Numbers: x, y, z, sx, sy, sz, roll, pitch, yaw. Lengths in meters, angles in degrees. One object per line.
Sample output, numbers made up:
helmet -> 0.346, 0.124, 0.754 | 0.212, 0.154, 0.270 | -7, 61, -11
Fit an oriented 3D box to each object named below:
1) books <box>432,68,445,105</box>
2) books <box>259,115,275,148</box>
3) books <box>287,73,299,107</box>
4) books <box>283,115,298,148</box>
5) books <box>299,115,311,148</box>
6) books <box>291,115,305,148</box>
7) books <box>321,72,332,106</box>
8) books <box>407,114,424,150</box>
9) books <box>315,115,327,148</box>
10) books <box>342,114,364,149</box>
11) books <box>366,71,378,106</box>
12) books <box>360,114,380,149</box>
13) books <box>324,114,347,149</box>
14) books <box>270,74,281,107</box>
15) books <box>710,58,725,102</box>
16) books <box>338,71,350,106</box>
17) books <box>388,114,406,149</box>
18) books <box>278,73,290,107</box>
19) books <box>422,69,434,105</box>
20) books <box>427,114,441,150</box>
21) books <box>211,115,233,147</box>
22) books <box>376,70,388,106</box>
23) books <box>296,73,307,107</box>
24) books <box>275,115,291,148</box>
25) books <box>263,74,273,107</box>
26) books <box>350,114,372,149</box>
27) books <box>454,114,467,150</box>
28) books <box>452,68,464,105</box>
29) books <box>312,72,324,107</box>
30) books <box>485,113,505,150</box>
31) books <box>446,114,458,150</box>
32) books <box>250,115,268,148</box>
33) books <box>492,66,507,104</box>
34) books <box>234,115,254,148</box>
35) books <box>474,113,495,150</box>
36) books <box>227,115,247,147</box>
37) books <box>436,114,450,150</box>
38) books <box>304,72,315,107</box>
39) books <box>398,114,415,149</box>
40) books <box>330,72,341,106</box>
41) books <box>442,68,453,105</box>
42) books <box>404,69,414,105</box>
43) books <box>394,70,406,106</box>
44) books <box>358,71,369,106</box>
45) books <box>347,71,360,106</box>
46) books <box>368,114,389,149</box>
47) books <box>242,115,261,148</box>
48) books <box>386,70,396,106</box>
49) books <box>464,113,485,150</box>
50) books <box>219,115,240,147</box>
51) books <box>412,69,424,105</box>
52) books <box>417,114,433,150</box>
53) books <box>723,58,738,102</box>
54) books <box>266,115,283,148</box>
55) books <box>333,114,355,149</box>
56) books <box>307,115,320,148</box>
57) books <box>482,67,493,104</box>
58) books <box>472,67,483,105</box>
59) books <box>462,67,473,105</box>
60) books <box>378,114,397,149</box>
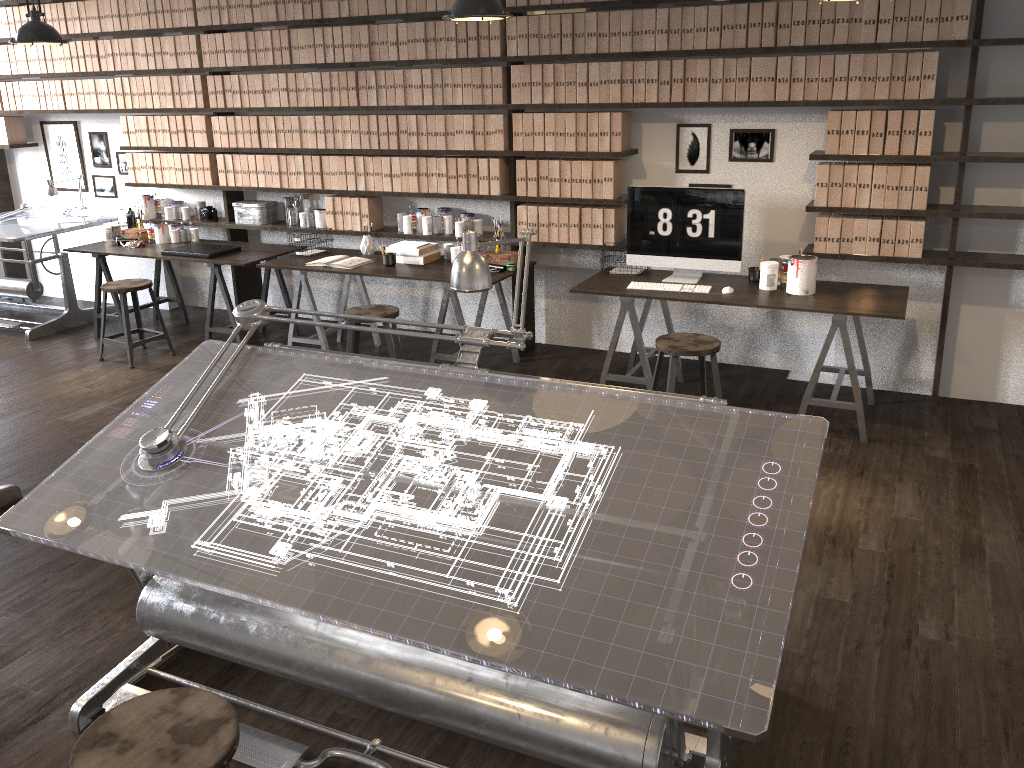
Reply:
books -> -0.424, -1.862, 5.557 | 0.067, 0.222, 0.177 | 6, 19, 24
books -> -1.681, -1.765, 6.204 | 0.067, 0.222, 0.177 | 6, 19, 24
books -> -1.436, -1.994, 6.012 | 0.067, 0.222, 0.177 | 6, 19, 24
books -> -1.488, -1.740, 6.117 | 0.067, 0.222, 0.177 | 6, 19, 24
books -> -1.367, -1.723, 6.061 | 0.067, 0.222, 0.177 | 6, 19, 24
books -> -1.429, -1.730, 6.084 | 0.067, 0.222, 0.177 | 6, 19, 24
books -> -1.180, -1.958, 5.891 | 0.067, 0.222, 0.177 | 6, 19, 24
books -> -0.597, -1.622, 5.712 | 0.067, 0.222, 0.176 | 6, 19, 24
books -> -1.246, -1.706, 6.003 | 0.067, 0.222, 0.177 | 6, 19, 24
books -> -1.054, -1.682, 5.919 | 0.067, 0.222, 0.176 | 6, 19, 24
books -> -0.863, -1.918, 5.751 | 0.067, 0.222, 0.176 | 6, 19, 24
books -> -0.924, -1.664, 5.856 | 0.067, 0.222, 0.177 | 6, 19, 24
books -> -1.180, -1.699, 5.977 | 0.067, 0.222, 0.177 | 6, 19, 24
books -> -1.566, -2.010, 6.069 | 0.067, 0.222, 0.177 | 6, 19, 24
books -> 1.139, -1.664, 4.850 | 0.067, 0.222, 0.176 | 6, 19, 24
books -> -1.061, -1.945, 5.845 | 0.067, 0.222, 0.177 | 6, 19, 24
books -> -0.730, -1.639, 5.771 | 0.067, 0.222, 0.177 | 6, 19, 24
books -> -1.501, -2.001, 6.037 | 0.067, 0.222, 0.177 | 6, 19, 24
books -> -0.490, -1.869, 5.582 | 0.067, 0.222, 0.177 | 6, 19, 24
books -> -0.467, -1.607, 5.657 | 0.067, 0.222, 0.177 | 6, 19, 24
books -> -2.066, -1.814, 6.374 | 0.067, 0.222, 0.176 | 6, 19, 24
books -> -0.797, -1.911, 5.725 | 0.067, 0.222, 0.176 | 6, 19, 24
books -> -1.372, -1.986, 5.985 | 0.067, 0.222, 0.176 | 6, 19, 24
books -> -1.552, -1.748, 6.146 | 0.067, 0.222, 0.176 | 6, 19, 24
books -> -1.623, -2.018, 6.096 | 0.067, 0.222, 0.177 | 6, 19, 24
books -> -0.990, -1.672, 5.886 | 0.067, 0.222, 0.177 | 6, 19, 24
books -> -0.289, -1.582, 5.574 | 0.067, 0.222, 0.177 | 6, 19, 24
books -> -0.298, -1.845, 5.498 | 0.067, 0.222, 0.176 | 6, 19, 24
books -> -1.246, -1.967, 5.921 | 0.067, 0.222, 0.177 | 6, 19, 24
books -> -0.100, -1.559, 5.493 | 0.067, 0.222, 0.176 | 6, 19, 24
books -> -0.345, -1.591, 5.601 | 0.067, 0.222, 0.177 | 6, 19, 24
books -> -1.751, -1.772, 6.230 | 0.067, 0.222, 0.177 | 6, 19, 24
books -> -0.050, -1.813, 5.389 | 0.067, 0.222, 0.177 | 6, 19, 24
books -> -1.877, -1.790, 6.290 | 0.067, 0.222, 0.177 | 6, 19, 24
books -> -0.164, -1.567, 5.520 | 0.067, 0.222, 0.177 | 6, 19, 24
books -> -1.936, -1.796, 6.312 | 0.067, 0.222, 0.177 | 6, 19, 24
books -> -0.408, -1.597, 5.625 | 0.067, 0.222, 0.177 | 6, 19, 24
books -> -1.310, -1.977, 5.953 | 0.067, 0.222, 0.176 | 6, 19, 24
books -> -0.660, -1.632, 5.745 | 0.067, 0.222, 0.177 | 6, 19, 24
books -> -1.121, -1.952, 5.869 | 0.067, 0.222, 0.177 | 6, 19, 24
books -> -0.360, -1.854, 5.530 | 0.067, 0.222, 0.176 | 6, 19, 24
books -> -0.611, -1.886, 5.640 | 0.067, 0.222, 0.177 | 6, 19, 24
books -> -0.674, -1.893, 5.664 | 0.067, 0.222, 0.177 | 6, 19, 24
books -> -0.925, -1.928, 5.784 | 0.067, 0.222, 0.177 | 6, 19, 24
books -> -0.996, -1.935, 5.810 | 0.067, 0.222, 0.177 | 6, 19, 24
books -> -0.865, -1.658, 5.834 | 0.067, 0.222, 0.177 | 6, 19, 24
books -> -1.816, -1.782, 6.265 | 0.067, 0.222, 0.177 | 6, 19, 24
books -> -0.732, -1.902, 5.696 | 0.067, 0.222, 0.177 | 6, 19, 24
books -> -0.230, -1.574, 5.546 | 0.067, 0.222, 0.177 | 6, 19, 24
books -> -2.002, -1.804, 6.341 | 0.067, 0.222, 0.177 | 6, 19, 24
books -> -0.555, -1.878, 5.613 | 0.067, 0.222, 0.177 | 6, 19, 24
books -> -0.531, -1.615, 5.686 | 0.067, 0.222, 0.176 | 6, 19, 24
books -> 1.204, -1.657, 4.825 | 0.067, 0.222, 0.176 | 6, 19, 24
books -> -1.619, -1.755, 6.171 | 0.067, 0.222, 0.176 | 6, 19, 24
books -> -1.116, -1.692, 5.950 | 0.067, 0.222, 0.176 | 6, 19, 24
books -> -1.310, -1.715, 6.034 | 0.067, 0.222, 0.177 | 6, 19, 24
books -> -0.115, -1.821, 5.416 | 0.067, 0.222, 0.177 | 6, 19, 24
books -> -0.174, -1.827, 5.438 | 0.067, 0.222, 0.177 | 6, 19, 24
books -> -0.234, -1.835, 5.466 | 0.067, 0.222, 0.177 | 6, 19, 24
books -> -0.795, -1.650, 5.806 | 0.067, 0.222, 0.177 | 6, 19, 24
